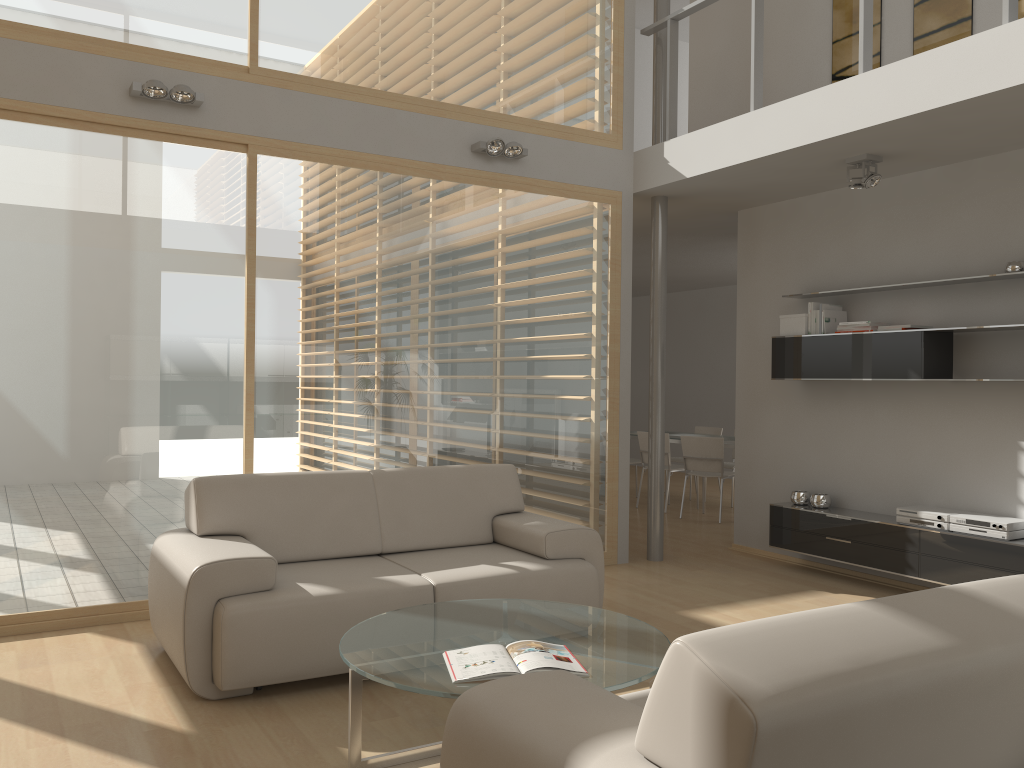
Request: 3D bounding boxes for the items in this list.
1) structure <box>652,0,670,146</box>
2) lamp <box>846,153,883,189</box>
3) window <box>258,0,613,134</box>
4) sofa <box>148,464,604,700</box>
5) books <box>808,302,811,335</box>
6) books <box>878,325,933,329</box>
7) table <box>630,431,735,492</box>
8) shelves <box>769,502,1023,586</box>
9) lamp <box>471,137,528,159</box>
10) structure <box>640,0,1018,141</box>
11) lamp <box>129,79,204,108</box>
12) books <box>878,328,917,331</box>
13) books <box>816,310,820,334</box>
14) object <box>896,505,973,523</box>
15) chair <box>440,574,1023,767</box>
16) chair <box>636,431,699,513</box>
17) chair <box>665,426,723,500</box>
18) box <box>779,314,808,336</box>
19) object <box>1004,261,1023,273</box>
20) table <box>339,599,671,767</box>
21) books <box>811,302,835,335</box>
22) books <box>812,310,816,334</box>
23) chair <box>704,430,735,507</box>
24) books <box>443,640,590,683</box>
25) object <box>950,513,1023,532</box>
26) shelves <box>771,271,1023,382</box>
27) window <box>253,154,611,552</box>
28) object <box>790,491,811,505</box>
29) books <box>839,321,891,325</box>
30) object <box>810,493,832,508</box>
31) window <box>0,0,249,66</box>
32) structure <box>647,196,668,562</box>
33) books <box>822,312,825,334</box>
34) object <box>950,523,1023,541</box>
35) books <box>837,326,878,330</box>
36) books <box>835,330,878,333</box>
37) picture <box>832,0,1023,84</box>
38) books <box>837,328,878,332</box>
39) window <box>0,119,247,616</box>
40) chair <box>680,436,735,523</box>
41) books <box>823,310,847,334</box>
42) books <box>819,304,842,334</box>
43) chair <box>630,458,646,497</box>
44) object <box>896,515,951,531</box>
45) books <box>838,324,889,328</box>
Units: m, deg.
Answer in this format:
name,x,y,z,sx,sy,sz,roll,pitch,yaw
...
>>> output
name,x,y,z,sx,sy,sz,roll,pitch,yaw
structure,1.118,-2.890,6.598,0.122,2.400,0.121,1,0,-43
lamp,2.139,-1.277,5.385,0.150,0.195,0.214,1,0,-31
window,-0.361,-2.906,5.734,2.525,2.200,0.020,1,0,-31
sofa,-0.628,0.869,4.431,2.093,0.846,1.168,1,0,-31
books,2.155,-0.450,6.196,0.230,0.227,0.017,1,0,-31
books,2.488,-0.356,5.606,0.227,0.017,0.230,1,0,-31
table,1.988,0.939,9.594,0.900,0.746,2.199,1,0,-31
shelves,3.059,1.033,4.629,0.300,0.312,4.236,1,0,-31
lamp,-0.066,-1.533,5.801,0.360,0.110,0.183,1,0,-31
structure,2.348,-2.120,4.196,0.080,0.900,5.400,1,0,-31
lamp,-1.841,-1.559,4.745,0.360,0.080,0.182,1,0,-31
books,2.485,-0.340,5.619,0.254,0.015,0.190,1,0,-24
books,2.196,-0.421,6.141,0.230,0.169,0.027,1,0,-31
object,2.582,0.796,5.438,0.262,0.049,0.349,1,0,-31
chair,0.707,0.888,2.165,1.562,0.846,1.165,1,0,-31
chair,1.634,0.906,9.321,0.501,0.807,0.455,1,0,-36
chair,2.127,0.910,10.349,0.501,0.807,0.455,1,0,-31
box,2.067,-0.413,6.289,0.232,0.149,0.232,1,0,-31
object,2.894,-0.666,5.094,0.115,0.081,0.115,1,0,40
table,-0.024,1.117,3.251,1.198,0.370,1.198,1,0,-13
books,2.171,-0.450,6.184,0.230,0.227,0.017,1,0,-31
books,2.175,-0.421,6.161,0.230,0.169,0.027,1,0,-31
chair,2.463,0.915,9.801,0.501,0.807,0.455,1,0,-31
books,0.005,0.915,2.946,0.440,0.037,0.297,1,0,-11
object,2.764,0.799,5.133,0.262,0.049,0.349,1,0,-31
shelves,3.074,-0.166,4.627,0.300,0.914,4.236,1,0,-31
window,-0.396,-0.057,5.739,2.525,2.500,0.020,1,0,-31
object,2.070,0.816,6.358,0.143,0.091,0.143,1,0,1
books,2.333,-0.397,5.865,0.230,0.017,0.227,1,0,-36
object,2.161,0.818,6.205,0.143,0.091,0.143,1,0,1
window,-2.587,-2.931,4.439,2.525,2.200,0.020,1,0,-31
structure,1.083,-0.040,6.603,0.122,2.700,0.121,1,0,-43
books,2.206,-0.415,6.101,0.207,0.156,0.009,1,0,-31
object,2.768,0.848,5.136,0.250,0.049,0.349,1,0,-31
books,2.319,-0.366,5.870,0.190,0.015,0.254,1,0,-35
books,2.326,-0.341,5.858,0.210,0.013,0.297,1,0,-31
picture,2.712,-2.956,5.572,0.010,1.800,1.684,1,0,-31
books,2.325,-0.353,5.862,0.190,0.011,0.268,1,0,-29
window,-2.622,-0.082,4.444,2.525,2.500,0.020,1,0,-31
chair,1.959,0.911,8.694,0.455,0.807,0.501,1,0,39
books,2.226,-0.420,6.095,0.230,0.169,0.023,1,0,-31
books,2.198,-0.441,6.114,0.207,0.210,0.021,1,0,-31
chair,1.291,0.901,9.947,0.501,0.807,0.455,1,0,-21
object,2.582,0.845,5.438,0.262,0.049,0.349,1,0,-31
books,2.320,-0.381,5.862,0.190,0.015,0.254,1,0,-29
